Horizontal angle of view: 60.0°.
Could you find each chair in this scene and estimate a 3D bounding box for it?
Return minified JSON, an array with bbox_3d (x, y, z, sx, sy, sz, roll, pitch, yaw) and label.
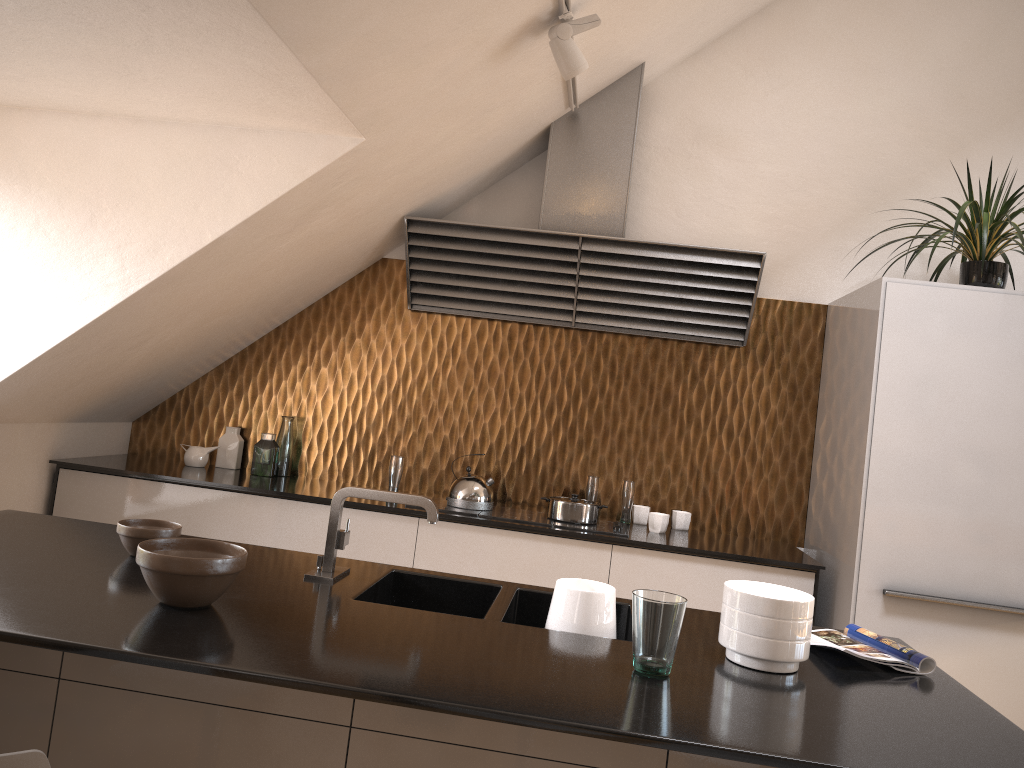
[{"bbox_3d":[1.842,0.285,1.732,4.021,2.693,3.480,7,-2,7],"label":"chair"},{"bbox_3d":[-0.859,0.879,1.232,0.403,0.869,0.429,8,-4,-21],"label":"chair"}]

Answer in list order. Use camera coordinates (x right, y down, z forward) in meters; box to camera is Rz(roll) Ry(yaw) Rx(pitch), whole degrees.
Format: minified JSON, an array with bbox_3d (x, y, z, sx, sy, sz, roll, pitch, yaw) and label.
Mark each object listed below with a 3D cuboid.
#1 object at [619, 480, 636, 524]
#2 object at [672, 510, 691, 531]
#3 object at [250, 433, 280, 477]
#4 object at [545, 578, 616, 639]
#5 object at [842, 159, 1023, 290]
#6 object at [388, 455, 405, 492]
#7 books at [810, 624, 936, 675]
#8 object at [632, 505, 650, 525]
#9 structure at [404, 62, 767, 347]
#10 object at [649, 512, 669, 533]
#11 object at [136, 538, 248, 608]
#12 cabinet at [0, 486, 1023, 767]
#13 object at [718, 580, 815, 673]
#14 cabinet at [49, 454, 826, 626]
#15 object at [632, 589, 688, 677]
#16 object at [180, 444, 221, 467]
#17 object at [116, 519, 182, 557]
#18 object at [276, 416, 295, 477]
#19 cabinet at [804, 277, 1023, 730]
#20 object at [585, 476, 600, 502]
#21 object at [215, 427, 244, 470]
[{"bbox_3d":[0.505,0.518,3.884,0.062,0.184,0.062,7,-4,2],"label":"object"},{"bbox_3d":[0.744,0.602,3.903,0.078,0.077,0.077,8,-3,-21],"label":"object"},{"bbox_3d":[-1.115,0.319,4.011,0.100,0.191,0.068,7,-4,6],"label":"object"},{"bbox_3d":[0.158,0.582,2.049,0.189,0.233,0.190,9,-3,-31],"label":"object"},{"bbox_3d":[1.842,-0.612,3.488,1.019,0.585,0.918,6,-2,24],"label":"object"},{"bbox_3d":[-0.485,0.391,3.664,0.062,0.184,0.062,7,-4,-4],"label":"object"},{"bbox_3d":[0.769,0.589,2.006,0.222,0.044,0.281,7,-1,-12],"label":"books"},{"bbox_3d":[0.570,0.581,3.927,0.078,0.077,0.077,7,-3,-6],"label":"object"},{"bbox_3d":[0.340,-0.842,3.958,1.539,1.179,0.419,7,-4,6],"label":"structure"},{"bbox_3d":[0.612,0.581,3.703,0.077,0.077,0.078,6,-3,24],"label":"object"},{"bbox_3d":[-0.633,0.375,1.742,0.205,0.106,0.206,8,-2,-25],"label":"object"},{"bbox_3d":[-0.314,0.826,1.848,2.438,1.139,0.997,7,-3,6],"label":"cabinet"},{"bbox_3d":[0.522,0.499,1.828,0.181,0.147,0.181,7,-2,4],"label":"object"},{"bbox_3d":[-0.360,0.727,3.745,3.092,0.918,0.622,7,-3,6],"label":"cabinet"},{"bbox_3d":[0.269,0.468,1.661,0.103,0.141,0.103,7,-3,-4],"label":"object"},{"bbox_3d":[-1.430,0.323,4.041,0.178,0.106,0.106,6,-3,33],"label":"object"},{"bbox_3d":[-0.870,0.372,2.119,0.145,0.075,0.145,8,-2,-25],"label":"object"},{"bbox_3d":[-1.053,0.287,4.099,0.089,0.274,0.089,8,-4,-17],"label":"object"},{"bbox_3d":[2.360,0.754,3.360,2.252,2.008,0.822,7,-3,6],"label":"cabinet"},{"bbox_3d":[0.349,0.499,3.899,0.062,0.184,0.062,7,-4,-4],"label":"object"},{"bbox_3d":[-1.314,0.297,4.134,0.100,0.191,0.068,7,-4,6],"label":"object"}]
